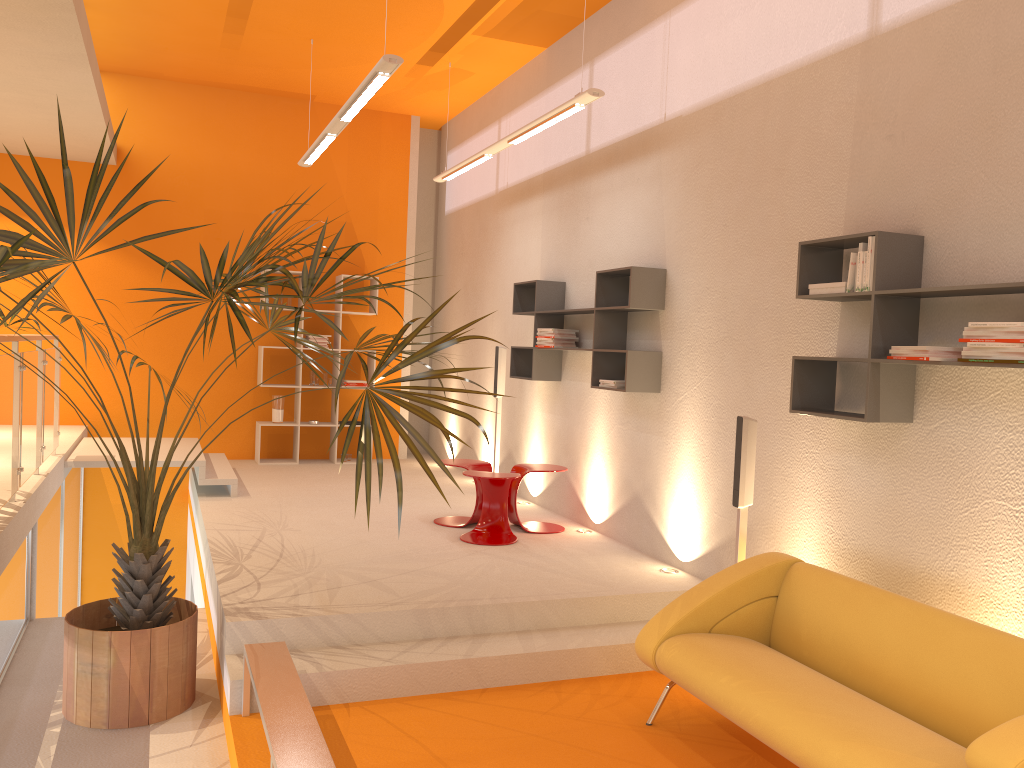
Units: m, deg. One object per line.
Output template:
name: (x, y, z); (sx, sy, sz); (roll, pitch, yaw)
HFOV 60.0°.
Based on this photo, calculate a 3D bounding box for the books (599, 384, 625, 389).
books: (0.717, 0.019, 5.858); (0.190, 0.015, 0.254); (2, 2, -21)

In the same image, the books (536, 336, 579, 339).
books: (0.344, -0.354, 6.785); (0.210, 0.013, 0.297); (1, 2, -27)

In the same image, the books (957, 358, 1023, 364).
books: (1.782, -0.078, 3.143); (0.210, 0.013, 0.297); (1, 2, -27)

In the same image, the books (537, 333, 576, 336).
books: (0.338, -0.380, 6.796); (0.190, 0.015, 0.254); (1, 3, -31)

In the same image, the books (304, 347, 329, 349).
books: (-2.070, -0.384, 9.391); (0.210, 0.013, 0.296); (2, 2, -22)

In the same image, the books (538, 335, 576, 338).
books: (0.343, -0.366, 6.788); (0.190, 0.011, 0.268); (1, 2, -25)

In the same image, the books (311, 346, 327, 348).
books: (-2.070, -0.397, 9.394); (0.190, 0.011, 0.268); (2, 2, -20)

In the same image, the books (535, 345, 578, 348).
books: (0.341, -0.283, 6.787); (0.210, 0.013, 0.297); (1, 2, -27)

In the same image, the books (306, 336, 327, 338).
books: (-2.071, -0.496, 9.391); (0.190, 0.015, 0.254); (2, 2, -20)

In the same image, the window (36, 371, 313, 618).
window: (-3.064, 2.200, 7.546); (0.993, 4.599, 4.234); (3, 2, 10)

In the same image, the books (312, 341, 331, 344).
books: (-2.060, -0.441, 9.394); (0.230, 0.017, 0.227); (1, 2, -27)

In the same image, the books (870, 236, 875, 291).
books: (1.599, -0.494, 3.711); (0.230, 0.227, 0.017); (2, 2, -22)

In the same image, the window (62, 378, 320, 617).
window: (-2.939, 2.207, 8.438); (2.294, 4.526, 1.860); (2, 2, -22)

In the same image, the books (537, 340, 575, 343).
books: (0.336, -0.324, 6.790); (0.190, 0.015, 0.254); (1, 2, -25)

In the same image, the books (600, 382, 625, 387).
books: (0.718, 0.004, 5.850); (0.190, 0.015, 0.254); (2, 2, -15)

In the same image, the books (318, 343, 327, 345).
books: (-2.074, -0.425, 9.394); (0.190, 0.015, 0.254); (2, 2, -20)

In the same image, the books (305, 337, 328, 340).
books: (-2.071, -0.482, 9.400); (0.190, 0.015, 0.254); (1, 2, -26)

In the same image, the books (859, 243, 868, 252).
books: (1.570, -0.490, 3.799); (0.207, 0.210, 0.021); (2, 2, -22)

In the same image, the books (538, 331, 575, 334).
books: (0.339, -0.395, 6.787); (0.190, 0.015, 0.254); (1, 2, -25)

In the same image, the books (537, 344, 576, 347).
books: (0.340, -0.295, 6.791); (0.190, 0.011, 0.268); (1, 2, -25)

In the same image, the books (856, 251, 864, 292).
books: (1.566, -0.469, 3.773); (0.230, 0.169, 0.027); (2, 2, -22)

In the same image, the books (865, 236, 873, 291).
books: (1.586, -0.495, 3.725); (0.230, 0.227, 0.017); (2, 2, -22)

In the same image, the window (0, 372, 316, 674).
window: (-2.435, 0.686, 6.067); (0.908, 1.393, 6.719); (2, 2, -2)

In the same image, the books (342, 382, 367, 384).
books: (-1.689, -0.013, 9.518); (0.254, 0.015, 0.190); (2, 2, -20)

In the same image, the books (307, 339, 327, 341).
books: (-2.067, -0.468, 9.391); (0.190, 0.011, 0.268); (2, 2, -20)

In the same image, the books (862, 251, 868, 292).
books: (1.584, -0.468, 3.750); (0.230, 0.169, 0.027); (2, 2, -22)

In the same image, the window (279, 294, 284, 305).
window: (-2.018, 1.946, 4.971); (0.481, 5.399, 8.922); (2, 2, -9)

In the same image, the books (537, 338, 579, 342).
books: (0.350, -0.339, 6.792); (0.230, 0.017, 0.227); (1, 3, -32)

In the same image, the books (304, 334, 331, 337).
books: (-2.057, -0.512, 9.392); (0.230, 0.017, 0.227); (1, 2, -27)

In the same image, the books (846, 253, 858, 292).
books: (1.544, -0.472, 3.823); (0.230, 0.169, 0.023); (2, 2, -22)

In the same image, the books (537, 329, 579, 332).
books: (0.353, -0.410, 6.789); (0.230, 0.017, 0.227); (1, 3, -32)

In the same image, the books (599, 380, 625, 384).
books: (0.732, -0.012, 5.849); (0.230, 0.017, 0.227); (2, 2, -22)

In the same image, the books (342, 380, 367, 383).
books: (-1.687, -0.028, 9.504); (0.227, 0.017, 0.230); (1, 2, -27)

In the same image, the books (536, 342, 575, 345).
books: (0.335, -0.309, 6.798); (0.190, 0.015, 0.254); (1, 3, -31)

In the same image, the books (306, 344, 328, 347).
books: (-2.075, -0.410, 9.402); (0.190, 0.015, 0.254); (1, 2, -26)

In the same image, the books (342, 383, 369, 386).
books: (-1.681, 0.003, 9.519); (0.254, 0.015, 0.190); (1, 2, -26)

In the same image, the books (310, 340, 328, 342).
books: (-2.067, -0.456, 9.388); (0.210, 0.013, 0.296); (2, 2, -22)
